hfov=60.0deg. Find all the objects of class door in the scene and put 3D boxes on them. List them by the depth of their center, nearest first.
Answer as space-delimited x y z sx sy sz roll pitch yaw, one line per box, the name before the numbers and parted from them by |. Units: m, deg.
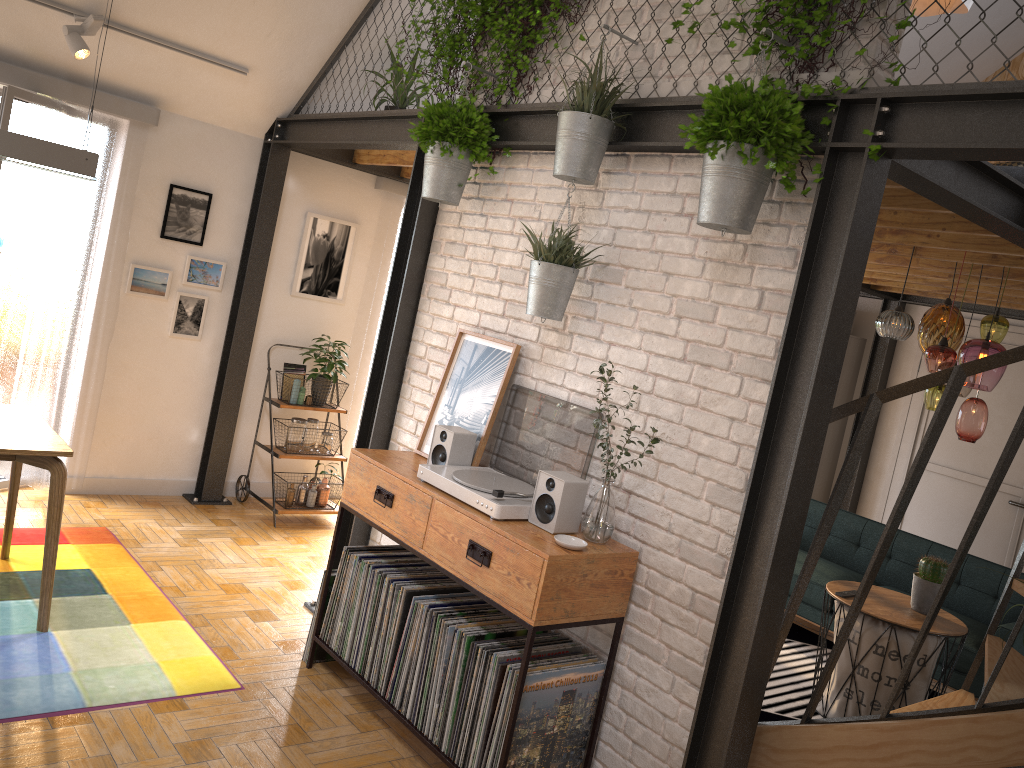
door | -2.748 -0.483 5.037 0.111 2.225 0.803 13 4 11
door | 3.467 0.666 6.754 0.088 2.295 1.207 9 5 -41

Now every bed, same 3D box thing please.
bed | 3.101 -1.232 5.788 2.282 1.019 2.135 8 7 -40

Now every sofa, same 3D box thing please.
sofa | 2.241 1.297 5.572 0.822 0.780 1.985 8 6 -40

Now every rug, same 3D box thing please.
rug | -2.676 0.855 3.294 2.774 0.024 1.949 7 7 -41
rug | 1.566 1.620 4.923 1.695 0.010 3.522 7 7 -40

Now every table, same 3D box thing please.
table | -2.596 0.485 3.382 1.461 0.753 0.856 8 6 -40
table | 1.879 1.377 4.489 0.681 0.684 0.683 12 4 -1

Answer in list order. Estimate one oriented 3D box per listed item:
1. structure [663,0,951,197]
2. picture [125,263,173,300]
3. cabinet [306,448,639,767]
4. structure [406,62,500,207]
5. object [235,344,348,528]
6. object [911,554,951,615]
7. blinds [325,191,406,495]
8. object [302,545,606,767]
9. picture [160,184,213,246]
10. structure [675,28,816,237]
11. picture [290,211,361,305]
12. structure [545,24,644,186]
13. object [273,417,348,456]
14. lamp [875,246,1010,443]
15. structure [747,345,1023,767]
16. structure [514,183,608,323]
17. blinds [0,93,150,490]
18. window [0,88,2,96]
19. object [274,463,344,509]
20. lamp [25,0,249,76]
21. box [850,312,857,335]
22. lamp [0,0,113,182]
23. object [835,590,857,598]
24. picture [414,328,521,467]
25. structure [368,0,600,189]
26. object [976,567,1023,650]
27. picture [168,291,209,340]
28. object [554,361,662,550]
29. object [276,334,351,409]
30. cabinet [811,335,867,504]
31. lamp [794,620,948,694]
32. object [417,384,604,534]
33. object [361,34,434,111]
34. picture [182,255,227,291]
structure | 1.072 -1.484 2.720 0.456 1.866 1.313 9 5 -44
picture | -2.214 -0.623 5.411 0.250 0.183 0.023 8 5 -41
cabinet | -0.231 0.889 3.391 0.454 0.961 1.272 9 6 -41
structure | -0.265 -1.107 3.929 0.422 0.651 0.439 11 4 -10
object | -1.368 0.332 5.911 0.577 1.076 0.635 9 5 -41
object | 2.106 1.007 4.467 0.190 0.294 0.172 14 4 23
blinds | -0.873 -0.286 6.530 0.665 2.277 0.124 9 4 -40
object | -0.289 1.071 3.443 0.403 0.573 1.321 9 6 -41
picture | -2.012 -1.042 5.480 0.260 0.335 0.021 9 5 -41
structure | 0.715 -0.777 2.735 0.422 0.651 0.439 11 4 -10
picture | -1.284 -0.863 6.120 0.414 0.573 0.023 9 5 -41
structure | 0.275 -1.038 3.315 0.385 0.605 0.349 13 4 12
object | -1.352 0.344 5.886 0.438 0.215 0.240 8 6 -40
lamp | 2.239 -0.243 4.564 0.618 1.011 0.492 12 4 0
structure | 2.129 0.002 3.003 2.242 3.809 1.637 10 4 -26
structure | 0.173 -0.491 3.345 0.383 0.533 0.362 10 5 -31
blinds | -2.583 -0.506 5.030 0.188 2.283 0.747 15 5 43
window | 0.664 -0.610 2.444 7.759 4.455 8.683 8 7 -40
object | -1.315 0.657 5.783 0.438 0.290 0.278 8 6 -40
lamp | -2.861 -1.889 4.036 3.479 0.261 0.208 8 6 -40
box | 2.562 -0.602 7.606 0.375 0.218 0.645 7 7 -45
lamp | -2.093 -1.808 3.257 1.342 1.815 0.271 9 5 -41
object | 1.709 1.063 4.488 0.207 0.013 0.051 7 7 -40
picture | -0.196 0.071 3.760 0.126 0.575 0.413 9 5 -41
structure | -0.026 -1.683 4.001 0.430 1.675 2.140 9 5 -40
object | 1.605 0.657 2.513 0.531 0.590 0.456 15 5 37
picture | -2.042 -0.431 5.601 0.201 0.284 0.022 9 5 -41
object | 0.296 0.229 3.010 0.289 0.619 0.297 10 4 -25
object | -1.319 -0.095 5.945 0.490 0.474 0.398 10 5 -28
cabinet | 2.185 0.415 8.033 0.806 1.997 1.515 9 5 -41
lamp | 1.908 0.714 5.914 0.569 1.714 2.373 10 5 -32
object | -0.017 0.235 3.336 0.413 0.413 0.792 8 6 -40
object | -0.659 -1.768 5.315 0.530 0.590 0.456 15 5 32
picture | -1.946 -0.703 5.611 0.250 0.183 0.023 8 5 -41
